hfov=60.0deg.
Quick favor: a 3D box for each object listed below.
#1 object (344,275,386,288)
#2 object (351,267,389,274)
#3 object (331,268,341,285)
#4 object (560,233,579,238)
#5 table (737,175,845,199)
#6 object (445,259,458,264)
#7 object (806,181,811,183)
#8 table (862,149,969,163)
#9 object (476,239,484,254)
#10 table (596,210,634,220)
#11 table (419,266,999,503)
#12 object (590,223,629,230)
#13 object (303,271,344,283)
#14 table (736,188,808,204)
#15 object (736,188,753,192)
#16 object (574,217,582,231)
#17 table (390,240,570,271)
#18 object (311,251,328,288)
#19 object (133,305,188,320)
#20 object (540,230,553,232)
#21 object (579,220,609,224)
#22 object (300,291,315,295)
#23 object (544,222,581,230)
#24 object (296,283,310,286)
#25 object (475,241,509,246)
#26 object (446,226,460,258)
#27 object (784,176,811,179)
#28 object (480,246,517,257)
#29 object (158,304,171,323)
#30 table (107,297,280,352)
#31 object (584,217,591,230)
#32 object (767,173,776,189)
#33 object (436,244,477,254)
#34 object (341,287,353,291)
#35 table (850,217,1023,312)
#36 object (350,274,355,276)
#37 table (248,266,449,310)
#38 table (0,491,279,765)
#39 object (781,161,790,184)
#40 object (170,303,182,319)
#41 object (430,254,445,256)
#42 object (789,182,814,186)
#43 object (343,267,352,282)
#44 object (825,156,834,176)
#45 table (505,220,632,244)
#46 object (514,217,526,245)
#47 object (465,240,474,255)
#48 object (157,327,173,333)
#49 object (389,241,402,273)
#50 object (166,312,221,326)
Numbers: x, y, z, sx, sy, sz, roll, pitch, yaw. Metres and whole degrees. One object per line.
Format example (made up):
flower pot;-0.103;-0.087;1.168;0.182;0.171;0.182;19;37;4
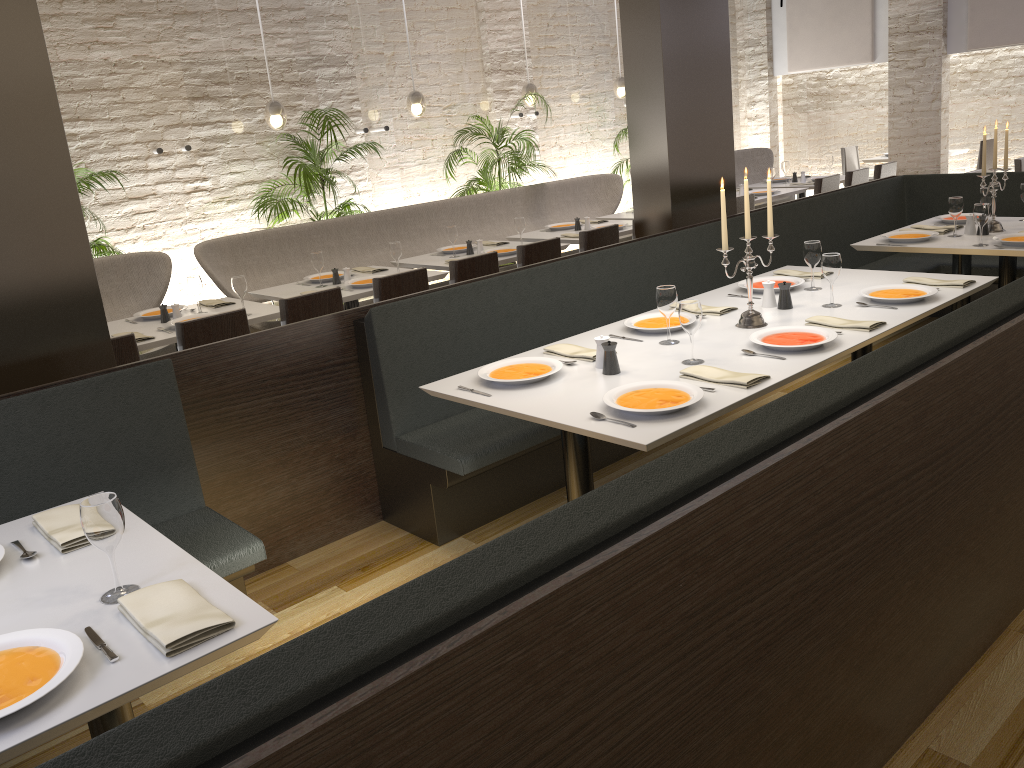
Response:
object;-0.931;-0.661;5.766;0.322;0.036;0.324;4;19;31
object;-1.021;-0.820;6.368;0.143;0.032;0.274;-19;21;-38
object;-1.179;-0.723;5.932;0.059;0.108;0.060;6;19;40
object;0.529;-1.174;7.010;0.143;0.032;0.274;-19;21;-38
table;3.151;-1.824;9.642;1.017;0.752;0.940;-19;20;-39
object;-0.338;-0.865;6.273;0.143;0.032;0.274;-19;21;-38
object;3.146;-2.107;9.238;0.038;0.015;0.182;-18;20;-37
table;5.231;-2.591;11.497;1.017;0.752;0.940;-19;20;-39
object;-0.239;-1.031;6.639;0.059;0.108;0.060;6;19;40
table;1.490;-1.233;8.230;1.017;0.752;0.940;-19;20;-39
table;0.992;0.120;3.807;2.555;0.752;1.105;-19;20;-39
object;0.795;-1.276;7.233;0.322;0.036;0.324;2;18;27
object;-1.287;-0.740;6.164;0.322;0.036;0.324;4;19;31
table;2.306;-1.524;8.924;1.017;0.752;0.940;-19;20;-39
object;2.350;-2.021;9.232;0.143;0.032;0.274;-19;21;-38
object;0.548;-1.339;7.399;0.059;0.108;0.060;6;19;40
table;-0.205;-0.629;6.790;1.017;0.752;0.940;-19;20;-39
object;-1.280;-0.758;5.877;0.086;0.228;0.087;-4;15;7
object;-2.148;-0.433;5.432;0.321;0.036;0.325;-8;16;-5
object;0.302;-1.297;7.522;0.017;0.010;0.186;-19;21;-38
object;0.706;-1.435;7.835;0.143;0.032;0.274;-19;21;-38
object;-1.198;-0.559;5.542;0.143;0.032;0.274;-19;21;-38
object;0.440;-1.355;7.631;0.322;0.036;0.324;2;18;27
object;-1.425;-0.682;6.054;0.017;0.010;0.186;-19;21;-38
object;-0.161;-1.127;7.098;0.143;0.032;0.274;-19;21;-38
object;-0.439;-1.058;6.591;0.086;0.228;0.087;-6;14;2
object;3.194;-2.322;9.949;0.143;0.032;0.274;-19;21;-38
object;-0.072;-0.967;6.496;0.322;0.036;0.324;2;18;27
object;-2.041;-0.416;5.200;0.060;0.108;0.060;-15;17;-31
table;-1.927;-0.016;5.328;1.017;0.752;0.940;-19;20;-39
object;0.628;-1.340;7.376;0.059;0.108;0.060;6;19;40
object;2.585;-2.038;8.829;0.086;0.228;0.087;-9;15;-10
object;-0.427;-1.046;6.895;0.322;0.036;0.324;2;18;27
object;-1.070;-0.605;5.656;0.038;0.015;0.182;-18;20;-37
table;2.885;-0.554;5.415;1.196;0.752;1.105;-19;20;-39
object;-1.158;-0.779;6.280;0.038;0.015;0.182;-18;20;-37
table;-1.065;-0.323;6.060;1.017;0.752;0.940;-19;20;-39
table;-1.736;1.092;1.489;2.555;0.752;1.105;-19;20;-39
object;2.915;-2.253;9.441;0.086;0.228;0.087;-9;15;-10
object;-1.960;-0.418;5.177;0.060;0.108;0.060;-15;17;-31
object;-0.565;-0.988;6.785;0.017;0.010;0.186;-19;21;-38
object;3.018;-2.061;9.124;0.143;0.032;0.274;-19;21;-38
object;-1.099;-0.725;5.908;0.059;0.108;0.060;6;19;40
object;3.420;-2.335;9.538;0.086;0.228;0.087;-9;15;-10
table;0.662;-0.938;7.527;1.017;0.752;0.940;-19;20;-39
object;0.066;-1.140;6.688;0.086;0.228;0.087;-6;14;2
object;-0.319;-1.030;6.662;0.059;0.108;0.060;6;19;40
object;-1.931;-0.299;4.924;0.038;0.015;0.182;-18;20;-37
object;-0.775;-0.841;5.974;0.086;0.228;0.087;-16;17;-33
object;-1.793;-0.354;5.034;0.321;0.036;0.325;-8;16;-5
